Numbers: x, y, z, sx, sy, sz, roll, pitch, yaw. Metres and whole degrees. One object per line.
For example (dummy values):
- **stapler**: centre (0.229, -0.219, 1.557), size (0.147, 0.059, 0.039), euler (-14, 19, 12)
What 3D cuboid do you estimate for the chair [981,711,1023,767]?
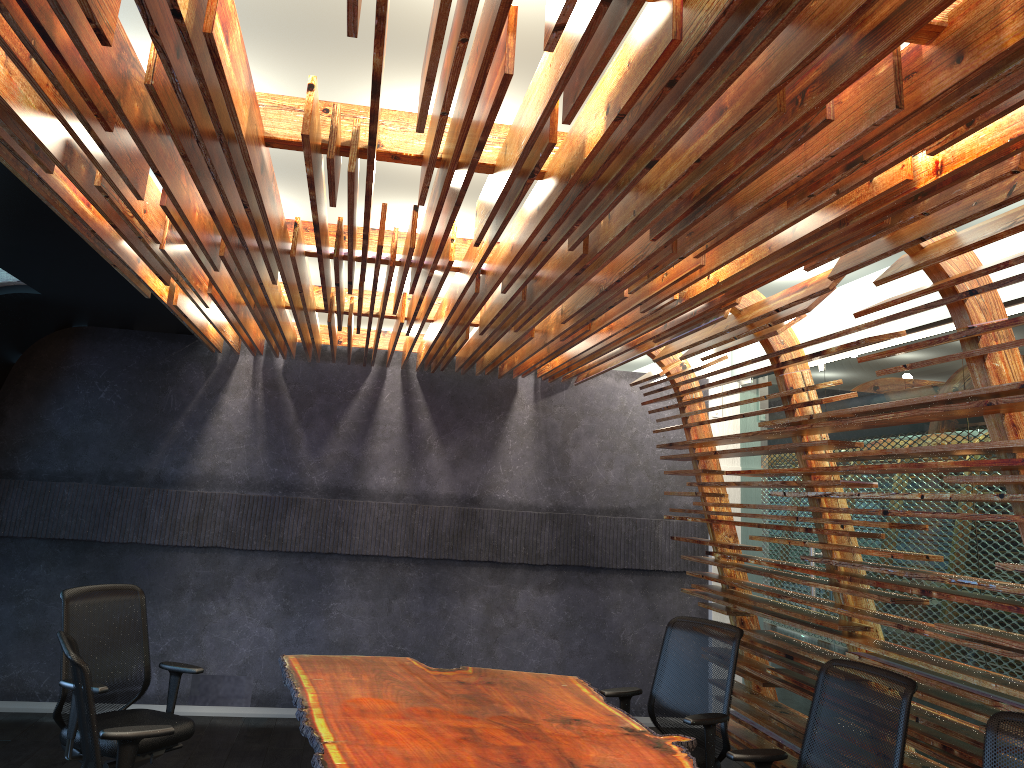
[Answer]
- **chair**: centre (1.609, 1.721, 2.601), size (0.782, 1.272, 0.805), euler (14, -16, -38)

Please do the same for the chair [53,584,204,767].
- **chair**: centre (-2.044, 1.759, 4.680), size (0.794, 1.272, 0.793), euler (-2, -14, 24)

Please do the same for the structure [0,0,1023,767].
- **structure**: centre (0.448, 0.542, 2.295), size (4.517, 3.069, 11.212), euler (5, -8, -10)

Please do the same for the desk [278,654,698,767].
- **desk**: centre (0.106, 1.809, 2.407), size (2.031, 0.838, 6.509), euler (5, -8, -10)

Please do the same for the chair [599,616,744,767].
- **chair**: centre (0.817, 1.956, 4.800), size (0.785, 1.272, 0.803), euler (12, -15, -33)

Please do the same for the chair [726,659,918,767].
- **chair**: centre (1.213, 1.828, 3.614), size (0.791, 1.272, 0.796), euler (8, -14, -19)

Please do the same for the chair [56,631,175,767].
- **chair**: centre (-1.428, 1.630, 3.383), size (0.786, 1.272, 0.801), euler (11, -15, -29)
